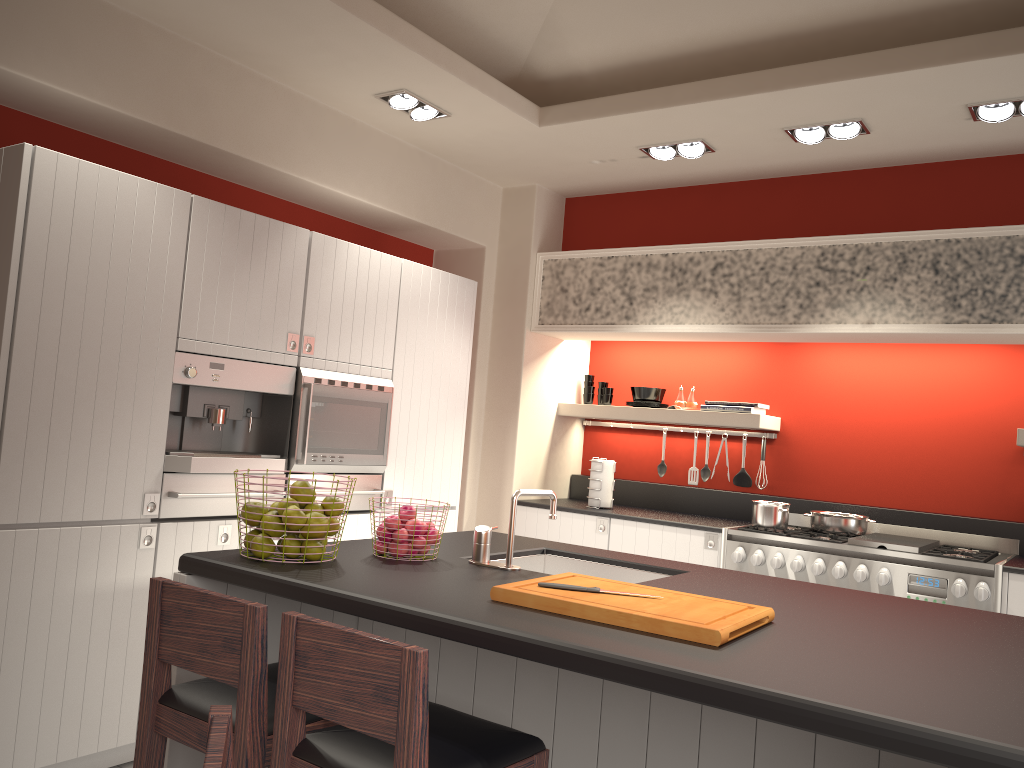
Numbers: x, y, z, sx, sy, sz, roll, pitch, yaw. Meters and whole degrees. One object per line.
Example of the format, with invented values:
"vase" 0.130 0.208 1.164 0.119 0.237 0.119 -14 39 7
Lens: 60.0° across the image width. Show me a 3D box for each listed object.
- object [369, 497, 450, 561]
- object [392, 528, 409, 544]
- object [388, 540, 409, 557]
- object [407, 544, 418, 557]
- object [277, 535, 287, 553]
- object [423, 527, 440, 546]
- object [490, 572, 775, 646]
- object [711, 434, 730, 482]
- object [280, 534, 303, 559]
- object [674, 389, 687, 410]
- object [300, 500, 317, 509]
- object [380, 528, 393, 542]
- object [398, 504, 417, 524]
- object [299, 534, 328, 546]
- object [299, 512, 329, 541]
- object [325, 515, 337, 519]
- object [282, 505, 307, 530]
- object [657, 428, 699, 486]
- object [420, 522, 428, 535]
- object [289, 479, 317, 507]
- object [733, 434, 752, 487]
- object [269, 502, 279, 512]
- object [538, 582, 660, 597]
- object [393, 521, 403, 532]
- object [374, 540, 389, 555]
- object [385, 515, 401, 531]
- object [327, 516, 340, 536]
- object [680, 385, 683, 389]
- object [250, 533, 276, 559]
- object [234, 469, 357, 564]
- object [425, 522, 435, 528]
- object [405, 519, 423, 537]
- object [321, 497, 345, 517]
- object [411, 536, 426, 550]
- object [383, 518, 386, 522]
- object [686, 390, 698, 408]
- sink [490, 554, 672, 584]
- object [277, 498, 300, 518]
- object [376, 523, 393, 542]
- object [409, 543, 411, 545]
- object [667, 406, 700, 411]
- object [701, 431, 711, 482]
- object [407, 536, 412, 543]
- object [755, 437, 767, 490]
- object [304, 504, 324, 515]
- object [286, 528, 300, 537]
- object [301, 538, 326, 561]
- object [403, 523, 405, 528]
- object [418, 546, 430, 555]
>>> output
"object" -0.318 0.440 2.702 0.248 0.168 0.247 3 -3 22
"object" -0.331 0.449 2.626 0.048 0.046 0.048 5 -3 -6
"object" -0.339 0.489 2.654 0.062 0.057 0.061 2 -4 35
"object" -0.304 0.506 2.691 0.040 0.039 0.039 5 -3 -7
"object" -0.642 0.459 2.530 0.055 0.054 0.053 2 -4 38
"object" -0.247 0.467 2.713 0.055 0.056 0.055 1 -4 44
"object" 0.287 0.524 2.114 0.570 0.033 0.372 3 -4 33
"object" 1.317 0.459 5.564 0.124 0.297 0.009 2 -4 35
"object" -0.609 0.450 2.463 0.068 0.068 0.068 8 -4 -44
"object" 1.059 0.098 5.564 0.076 0.131 0.076 5 -3 -13
"object" -0.600 0.364 2.580 0.078 0.076 0.071 4 -3 4
"object" -0.373 0.450 2.644 0.041 0.041 0.040 6 -3 -19
"object" -0.316 0.394 2.685 0.056 0.058 0.056 5 -3 -10
"object" -0.569 0.449 2.532 0.084 0.079 0.086 5 -3 -10
"object" -0.549 0.396 2.462 0.082 0.082 0.082 4 -3 2
"object" -0.540 0.400 2.570 0.067 0.064 0.066 2 -4 39
"object" -0.594 0.366 2.424 0.067 0.068 0.067 5 -3 -3
"object" 1.076 0.466 5.723 0.287 0.351 0.022 2 -4 36
"object" -0.277 0.442 2.707 0.041 0.044 0.045 4 -3 4
"object" -0.597 0.311 2.530 0.078 0.080 0.077 2 -4 35
"object" 1.441 0.475 5.499 0.123 0.331 0.040 2 -4 35
"object" -0.667 0.366 2.545 0.062 0.061 0.057 7 -4 -41
"object" 0.213 0.498 2.141 0.302 0.010 0.035 4 -3 5
"object" -0.348 0.428 2.671 0.041 0.039 0.041 7 -4 -39
"object" -0.394 0.492 2.686 0.050 0.049 0.049 5 -3 1
"object" -0.355 0.413 2.632 0.048 0.046 0.048 5 -3 -10
"object" -0.517 0.403 2.512 0.057 0.057 0.055 3 -4 26
"object" 1.065 0.022 5.569 0.023 0.031 0.024 5 -3 -14
"object" -0.680 0.442 2.422 0.068 0.068 0.068 8 -4 -44
"object" -0.623 0.371 2.510 0.341 0.232 0.341 6 -3 -22
"object" -0.267 0.452 2.757 0.056 0.050 0.055 6 -3 -17
"object" -0.293 0.431 2.655 0.056 0.055 0.051 7 -4 -41
"object" -0.514 0.352 2.543 0.067 0.064 0.067 2 -4 35
"object" -0.281 0.475 2.663 0.046 0.043 0.046 5 -3 -16
"object" -0.376 0.435 2.732 0.049 0.049 0.048 2 -4 42
"object" 1.138 0.106 5.605 0.077 0.134 0.076 4 -3 18
"sink" 0.192 0.721 2.798 0.567 0.258 0.515 2 -4 35
"object" -0.625 0.348 2.477 0.062 0.061 0.057 7 -4 -41
"object" -0.381 0.450 2.686 0.060 0.059 0.059 8 -4 -43
"object" -0.339 0.501 2.767 0.050 0.049 0.049 5 -3 1
"object" 1.094 0.158 5.581 0.183 0.027 0.160 6 -3 -27
"object" 1.234 0.459 5.618 0.067 0.324 0.022 2 -4 33
"object" -0.315 0.463 2.737 0.055 0.056 0.055 1 -4 44
"object" 1.530 0.483 5.414 0.069 0.328 0.069 4 -3 12
"object" -0.561 0.364 2.511 0.056 0.054 0.057 4 -3 6
"object" -0.630 0.421 2.582 0.064 0.060 0.064 3 -4 29
"object" -0.548 0.454 2.448 0.068 0.068 0.068 8 -4 -44
"object" -0.332 0.425 2.722 0.041 0.044 0.045 4 -3 4
"object" -0.278 0.505 2.748 0.050 0.049 0.049 5 -3 1
